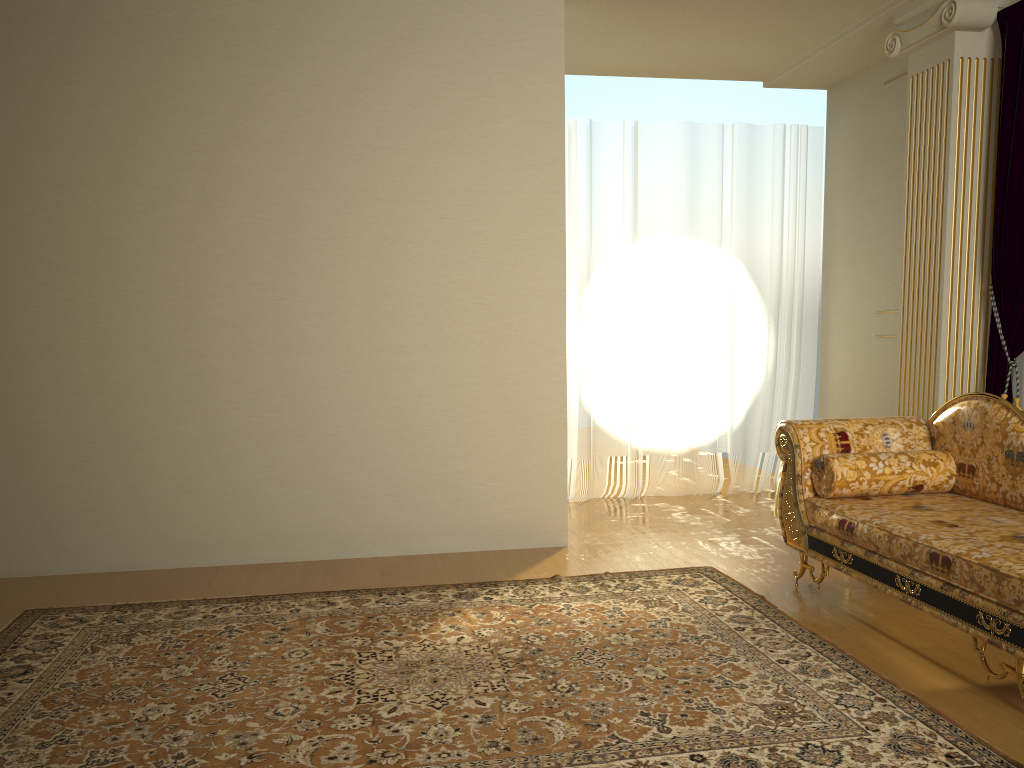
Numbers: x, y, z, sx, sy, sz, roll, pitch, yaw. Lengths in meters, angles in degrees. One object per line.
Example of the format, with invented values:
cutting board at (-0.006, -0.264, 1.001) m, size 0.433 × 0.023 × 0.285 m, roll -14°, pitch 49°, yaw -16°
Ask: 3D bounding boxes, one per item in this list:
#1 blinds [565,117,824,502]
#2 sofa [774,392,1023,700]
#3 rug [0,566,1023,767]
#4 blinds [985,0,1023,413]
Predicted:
blinds at (1.080, -0.472, 5.954) m, size 2.165 × 2.526 × 0.162 m, roll -2°, pitch 7°, yaw -7°
sofa at (1.655, 0.494, 3.184) m, size 0.693 × 0.877 × 1.882 m, roll -2°, pitch 4°, yaw -10°
rug at (-0.360, 0.963, 2.961) m, size 3.077 × 0.017 × 2.104 m, roll -1°, pitch 3°, yaw -10°
blinds at (2.581, -0.419, 3.303) m, size 0.339 × 2.673 × 2.220 m, roll -2°, pitch 6°, yaw -9°
